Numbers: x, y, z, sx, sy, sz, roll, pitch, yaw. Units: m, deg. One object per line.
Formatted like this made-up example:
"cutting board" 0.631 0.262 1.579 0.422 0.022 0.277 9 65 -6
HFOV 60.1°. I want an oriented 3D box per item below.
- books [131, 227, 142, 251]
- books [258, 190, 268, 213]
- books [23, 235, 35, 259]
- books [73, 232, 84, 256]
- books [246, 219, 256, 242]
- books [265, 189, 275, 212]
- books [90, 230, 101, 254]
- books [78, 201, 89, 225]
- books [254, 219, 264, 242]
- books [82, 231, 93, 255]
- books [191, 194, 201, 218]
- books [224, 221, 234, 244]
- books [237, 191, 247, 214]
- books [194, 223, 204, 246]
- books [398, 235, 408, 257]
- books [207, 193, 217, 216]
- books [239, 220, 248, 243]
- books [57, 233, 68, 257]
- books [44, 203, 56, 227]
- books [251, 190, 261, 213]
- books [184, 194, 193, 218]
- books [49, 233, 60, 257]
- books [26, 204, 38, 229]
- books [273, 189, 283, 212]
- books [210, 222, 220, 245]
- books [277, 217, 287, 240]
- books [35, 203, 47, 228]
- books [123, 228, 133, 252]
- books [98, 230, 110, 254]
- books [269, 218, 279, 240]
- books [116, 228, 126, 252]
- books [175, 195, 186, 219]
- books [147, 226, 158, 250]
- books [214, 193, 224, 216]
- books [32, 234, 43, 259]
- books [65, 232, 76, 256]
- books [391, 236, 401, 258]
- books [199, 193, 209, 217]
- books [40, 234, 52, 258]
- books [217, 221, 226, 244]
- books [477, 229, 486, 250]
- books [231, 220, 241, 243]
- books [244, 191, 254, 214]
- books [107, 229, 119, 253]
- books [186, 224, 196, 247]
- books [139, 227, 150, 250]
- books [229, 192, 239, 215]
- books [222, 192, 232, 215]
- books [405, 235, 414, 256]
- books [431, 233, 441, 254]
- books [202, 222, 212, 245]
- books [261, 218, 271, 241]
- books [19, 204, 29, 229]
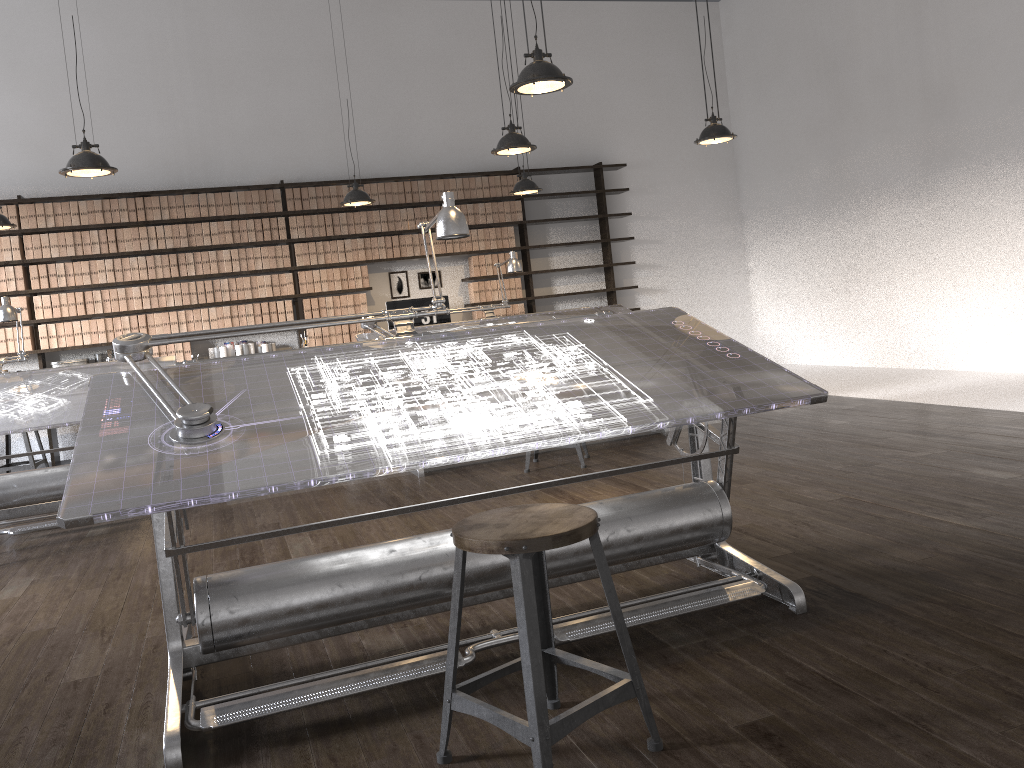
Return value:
"books" -3.540 -1.353 8.352 0.067 0.225 0.174 -7 3 -18
"books" -2.456 -1.784 8.726 0.067 0.225 0.174 -7 3 -18
"books" -4.390 -1.235 8.072 0.067 0.225 0.174 -7 3 -18
"books" -4.004 -1.289 8.201 0.067 0.225 0.174 -7 3 -18
"books" -2.560 -1.490 8.686 0.067 0.225 0.174 -7 3 -18
"books" -2.390 -1.794 8.748 0.067 0.225 0.174 -7 3 -18
"books" -3.869 -1.307 8.243 0.067 0.225 0.174 -7 3 -18
"books" -3.960 -1.574 8.214 0.067 0.225 0.174 -7 3 -18
"books" -2.494 -1.500 8.713 0.067 0.225 0.174 -7 3 -18
"books" -3.937 -1.298 8.224 0.067 0.225 0.174 -7 3 -18
"books" -3.042 -1.702 8.521 0.067 0.225 0.174 -7 3 -18
"books" -2.756 -1.463 8.617 0.067 0.225 0.174 -7 3 -18
"books" -2.641 -1.758 8.660 0.067 0.225 0.174 -7 3 -18
"books" -3.014 -1.427 8.535 0.067 0.225 0.174 -7 3 -18
"books" -1.143 -1.418 9.169 0.067 0.225 0.174 -7 3 -18
"books" -2.907 -1.721 8.571 0.067 0.225 0.174 -7 3 -18
"books" -2.628 -1.481 8.667 0.067 0.225 0.174 -7 3 -18
"books" -4.130 -1.271 8.157 0.067 0.225 0.174 -7 3 -18
"books" -4.226 -1.537 8.124 0.067 0.225 0.174 -7 3 -18
"books" -2.518 -1.775 8.699 0.067 0.225 0.174 -7 3 -18
"books" -3.103 -1.694 8.505 0.067 0.225 0.174 -7 3 -18
"books" -4.188 -1.263 8.136 0.067 0.225 0.174 -7 3 -18
"books" -4.361 -1.517 8.075 0.067 0.225 0.174 -7 3 -18
"books" -2.322 -1.803 8.767 0.067 0.225 0.174 -7 3 -18
"books" -2.879 -1.446 8.579 0.067 0.225 0.174 -7 3 -18
"books" -2.282 -1.530 8.782 0.067 0.225 0.174 -7 3 -18
"books" -4.293 -1.527 8.098 0.067 0.225 0.174 -7 3 -18
"books" -3.601 -1.345 8.336 0.067 0.225 0.174 -7 3 -18
"books" -3.804 -1.317 8.270 0.067 0.225 0.174 -7 3 -18
"books" -2.354 -1.520 8.760 0.067 0.225 0.174 -7 3 -18
"books" -3.663 -1.336 8.317 0.067 0.225 0.174 -7 3 -18
"books" -3.173 -1.684 8.482 0.067 0.225 0.174 -7 3 -18
"books" -3.405 -1.372 8.401 0.067 0.225 0.174 -7 3 -18
"books" -2.842 -1.731 8.596 0.067 0.225 0.174 -7 3 -18
"books" -4.323 -1.244 8.092 0.067 0.225 0.174 -7 3 -18
"books" -4.065 -1.280 8.174 0.067 0.225 0.174 -7 3 -18
"books" -1.211 -1.408 9.140 0.067 0.225 0.174 -7 3 -18
"books" -2.974 -1.711 8.544 0.067 0.225 0.174 -7 3 -18
"books" -4.256 -1.253 8.111 0.067 0.225 0.174 -7 3 -18
"books" -2.820 -1.454 8.600 0.067 0.225 0.174 -7 3 -18
"books" -0.349 -1.529 9.434 0.067 0.225 0.174 -7 3 -18
"books" -2.694 -1.472 8.644 0.067 0.225 0.174 -7 3 -18
"books" -2.582 -1.767 8.682 0.067 0.225 0.174 -7 3 -18
"books" -3.731 -1.327 8.288 0.067 0.225 0.174 -7 3 -18
"books" -3.080 -1.418 8.515 0.067 0.225 0.174 -7 3 -18
"books" -3.472 -1.363 8.375 0.067 0.225 0.174 -7 3 -18
"books" -2.709 -1.749 8.636 0.067 0.225 0.174 -7 3 -18
"books" -2.776 -1.740 8.617 0.067 0.225 0.174 -7 3 -18
"books" -1.079 -1.427 9.183 0.067 0.225 0.174 -7 3 -18
"books" -0.811 -1.465 9.279 0.067 0.225 0.174 -7 3 -18
"books" -2.946 -1.436 8.554 0.067 0.225 0.174 -7 3 -18
"books" -2.422 -1.510 8.731 0.067 0.225 0.174 -7 3 -18
"books" -4.422 -1.509 8.059 0.067 0.225 0.174 -7 3 -18
